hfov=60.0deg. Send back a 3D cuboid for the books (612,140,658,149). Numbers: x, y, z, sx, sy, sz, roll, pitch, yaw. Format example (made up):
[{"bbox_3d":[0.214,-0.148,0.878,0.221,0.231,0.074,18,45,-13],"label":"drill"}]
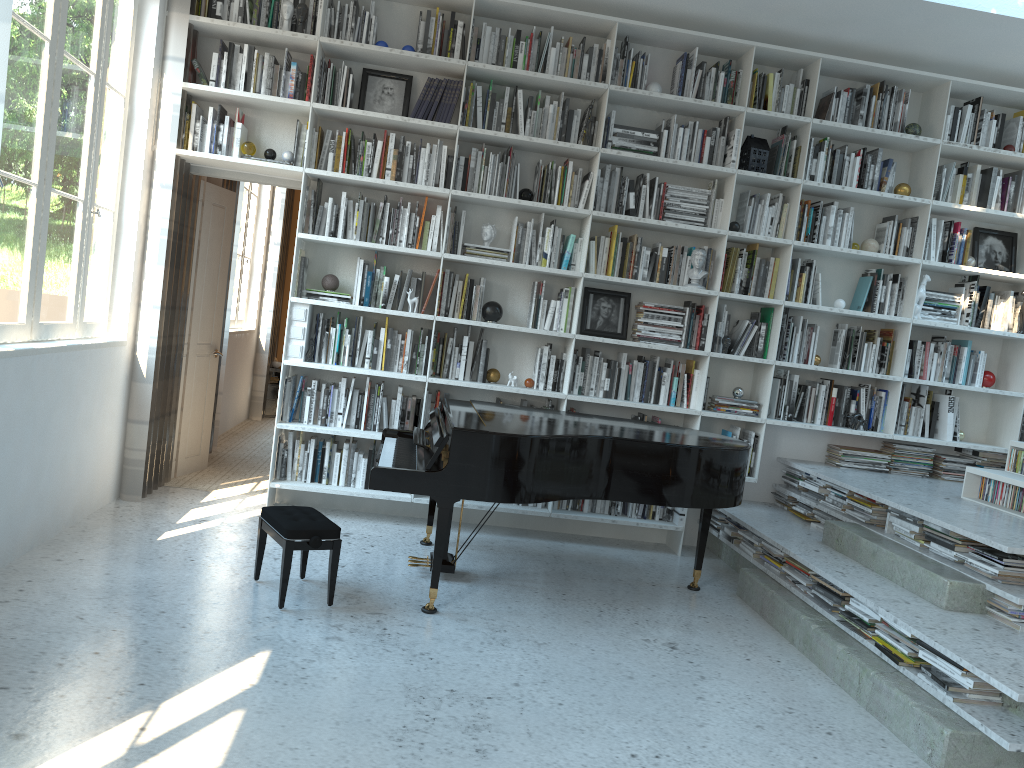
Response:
[{"bbox_3d":[0.734,-1.455,5.446,0.285,0.012,0.159,7,4,-9],"label":"books"}]

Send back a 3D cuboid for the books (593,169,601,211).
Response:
[{"bbox_3d":[0.499,-1.170,5.439,0.026,0.267,0.170,7,4,-7],"label":"books"}]

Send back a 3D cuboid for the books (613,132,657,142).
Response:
[{"bbox_3d":[0.741,-1.496,5.438,0.254,0.025,0.160,7,4,-11],"label":"books"}]

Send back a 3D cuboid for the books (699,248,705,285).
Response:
[{"bbox_3d":[1.157,-0.715,5.556,0.025,0.260,0.130,7,4,-7],"label":"books"}]

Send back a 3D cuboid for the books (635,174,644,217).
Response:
[{"bbox_3d":[0.768,-1.146,5.478,0.022,0.286,0.130,7,4,-7],"label":"books"}]

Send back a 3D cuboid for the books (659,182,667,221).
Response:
[{"bbox_3d":[0.908,-1.108,5.473,0.013,0.247,0.176,7,4,-7],"label":"books"}]

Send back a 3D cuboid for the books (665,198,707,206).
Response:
[{"bbox_3d":[1.063,-1.119,5.509,0.254,0.012,0.160,7,4,-10],"label":"books"}]

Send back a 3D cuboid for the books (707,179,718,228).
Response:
[{"bbox_3d":[1.231,-1.106,5.532,0.012,0.319,0.139,7,4,-7],"label":"books"}]

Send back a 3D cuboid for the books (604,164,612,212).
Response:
[{"bbox_3d":[0.572,-1.185,5.463,0.014,0.313,0.133,7,4,-7],"label":"books"}]

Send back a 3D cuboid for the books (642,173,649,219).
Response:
[{"bbox_3d":[0.819,-1.143,5.480,0.049,0.291,0.162,7,4,-7],"label":"books"}]

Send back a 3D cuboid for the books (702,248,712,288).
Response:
[{"bbox_3d":[1.202,-0.712,5.555,0.014,0.266,0.153,7,4,-7],"label":"books"}]

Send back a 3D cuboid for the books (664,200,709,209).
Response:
[{"bbox_3d":[1.062,-1.107,5.510,0.285,0.012,0.159,7,4,-4],"label":"books"}]

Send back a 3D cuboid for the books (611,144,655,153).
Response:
[{"bbox_3d":[0.731,-1.431,5.445,0.254,0.012,0.160,7,4,-10],"label":"books"}]

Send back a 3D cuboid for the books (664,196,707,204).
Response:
[{"bbox_3d":[1.065,-1.131,5.510,0.254,0.012,0.160,7,4,-5],"label":"books"}]

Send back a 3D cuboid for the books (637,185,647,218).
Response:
[{"bbox_3d":[0.787,-1.109,5.477,0.024,0.217,0.147,7,4,-7],"label":"books"}]

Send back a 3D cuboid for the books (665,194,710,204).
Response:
[{"bbox_3d":[1.066,-1.143,5.512,0.285,0.012,0.159,7,4,-8],"label":"books"}]

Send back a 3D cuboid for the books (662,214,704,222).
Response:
[{"bbox_3d":[1.050,-1.023,5.523,0.254,0.012,0.160,7,4,-7],"label":"books"}]

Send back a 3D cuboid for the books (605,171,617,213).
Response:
[{"bbox_3d":[0.591,-1.157,5.441,0.025,0.266,0.185,7,4,-7],"label":"books"}]

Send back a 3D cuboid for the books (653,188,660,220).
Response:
[{"bbox_3d":[0.871,-1.099,5.491,0.024,0.216,0.132,7,4,-7],"label":"books"}]

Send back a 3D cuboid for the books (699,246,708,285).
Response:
[{"bbox_3d":[1.182,-0.722,5.569,0.025,0.279,0.108,7,4,-7],"label":"books"}]

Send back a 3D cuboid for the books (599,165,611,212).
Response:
[{"bbox_3d":[0.554,-1.178,5.443,0.026,0.297,0.179,7,4,-7],"label":"books"}]

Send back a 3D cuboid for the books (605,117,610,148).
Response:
[{"bbox_3d":[0.563,-1.507,5.420,0.013,0.218,0.141,7,4,-7],"label":"books"}]

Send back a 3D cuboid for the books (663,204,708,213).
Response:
[{"bbox_3d":[1.058,-1.083,5.516,0.285,0.012,0.159,7,4,-6],"label":"books"}]

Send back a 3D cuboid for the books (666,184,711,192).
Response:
[{"bbox_3d":[1.074,-1.205,5.505,0.285,0.012,0.159,7,4,-5],"label":"books"}]

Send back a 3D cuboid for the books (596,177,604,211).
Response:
[{"bbox_3d":[0.521,-1.149,5.459,0.027,0.228,0.147,7,4,-7],"label":"books"}]

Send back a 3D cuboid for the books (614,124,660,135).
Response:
[{"bbox_3d":[0.747,-1.545,5.444,0.285,0.024,0.159,7,4,-7],"label":"books"}]

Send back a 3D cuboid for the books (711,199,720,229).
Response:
[{"bbox_3d":[1.244,-1.044,5.536,0.029,0.198,0.171,7,4,-7],"label":"books"}]

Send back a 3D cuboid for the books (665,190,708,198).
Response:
[{"bbox_3d":[1.069,-1.169,5.507,0.254,0.012,0.160,7,4,-5],"label":"books"}]

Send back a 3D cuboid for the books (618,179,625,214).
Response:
[{"bbox_3d":[0.657,-1.134,5.463,0.014,0.233,0.147,7,4,-7],"label":"books"}]

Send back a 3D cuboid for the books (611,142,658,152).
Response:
[{"bbox_3d":[0.733,-1.443,5.444,0.285,0.012,0.159,7,4,-10],"label":"books"}]

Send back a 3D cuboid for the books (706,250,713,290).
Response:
[{"bbox_3d":[1.214,-0.709,5.569,0.014,0.261,0.137,7,4,-7],"label":"books"}]

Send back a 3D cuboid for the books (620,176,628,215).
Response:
[{"bbox_3d":[0.672,-1.140,5.460,0.014,0.250,0.172,7,4,-7],"label":"books"}]

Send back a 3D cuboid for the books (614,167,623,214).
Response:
[{"bbox_3d":[0.639,-1.169,5.455,0.011,0.300,0.179,7,4,-7],"label":"books"}]

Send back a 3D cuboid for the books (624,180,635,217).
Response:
[{"bbox_3d":[0.723,-1.127,5.462,0.066,0.237,0.153,7,4,-7],"label":"books"}]

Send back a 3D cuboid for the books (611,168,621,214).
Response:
[{"bbox_3d":[0.618,-1.170,5.461,0.029,0.295,0.151,7,4,-7],"label":"books"}]

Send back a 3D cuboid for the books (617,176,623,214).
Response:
[{"bbox_3d":[0.646,-1.144,5.461,0.011,0.252,0.152,7,4,-7],"label":"books"}]

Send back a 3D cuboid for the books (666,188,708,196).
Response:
[{"bbox_3d":[1.071,-1.181,5.511,0.254,0.012,0.160,7,4,-7],"label":"books"}]

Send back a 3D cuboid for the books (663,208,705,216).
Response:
[{"bbox_3d":[1.056,-1.059,5.516,0.254,0.012,0.160,7,4,-5],"label":"books"}]

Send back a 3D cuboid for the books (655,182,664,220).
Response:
[{"bbox_3d":[0.893,-1.110,5.484,0.015,0.245,0.183,7,4,-7],"label":"books"}]

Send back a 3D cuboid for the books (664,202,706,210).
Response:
[{"bbox_3d":[1.060,-1.095,5.515,0.254,0.012,0.160,7,4,-6],"label":"books"}]

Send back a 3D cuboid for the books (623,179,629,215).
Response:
[{"bbox_3d":[0.683,-1.133,5.463,0.011,0.240,0.147,7,4,-7],"label":"books"}]

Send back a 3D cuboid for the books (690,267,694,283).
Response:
[{"bbox_3d":[1.114,-0.693,5.558,0.012,0.206,0.145,7,4,-7],"label":"books"}]

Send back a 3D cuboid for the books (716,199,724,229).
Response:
[{"bbox_3d":[1.273,-1.044,5.545,0.030,0.205,0.158,7,4,-7],"label":"books"}]

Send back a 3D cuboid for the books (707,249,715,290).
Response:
[{"bbox_3d":[1.232,-0.709,5.578,0.023,0.265,0.107,7,4,-7],"label":"books"}]

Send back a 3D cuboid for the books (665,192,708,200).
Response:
[{"bbox_3d":[1.069,-1.155,5.502,0.254,0.012,0.160,7,4,-2],"label":"books"}]

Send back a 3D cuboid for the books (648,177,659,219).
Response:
[{"bbox_3d":[0.853,-1.126,5.471,0.021,0.269,0.191,7,4,-7],"label":"books"}]

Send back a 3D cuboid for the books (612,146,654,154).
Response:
[{"bbox_3d":[0.730,-1.419,5.442,0.254,0.012,0.160,7,4,-2],"label":"books"}]

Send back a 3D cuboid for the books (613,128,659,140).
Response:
[{"bbox_3d":[0.744,-1.521,5.441,0.285,0.024,0.159,7,4,-5],"label":"books"}]

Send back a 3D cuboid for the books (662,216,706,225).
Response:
[{"bbox_3d":[1.049,-1.011,5.522,0.285,0.012,0.159,7,4,-6],"label":"books"}]

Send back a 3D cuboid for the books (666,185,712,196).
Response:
[{"bbox_3d":[1.073,-1.193,5.499,0.285,0.012,0.159,7,4,-12],"label":"books"}]

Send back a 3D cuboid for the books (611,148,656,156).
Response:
[{"bbox_3d":[0.728,-1.407,5.447,0.285,0.012,0.159,7,4,-4],"label":"books"}]

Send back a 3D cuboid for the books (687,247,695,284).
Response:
[{"bbox_3d":[1.105,-0.723,5.559,0.014,0.263,0.135,7,4,-7],"label":"books"}]

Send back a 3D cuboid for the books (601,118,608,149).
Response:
[{"bbox_3d":[0.544,-1.500,5.405,0.027,0.201,0.167,7,4,-7],"label":"books"}]

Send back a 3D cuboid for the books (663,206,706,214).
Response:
[{"bbox_3d":[1.057,-1.071,5.515,0.254,0.012,0.160,7,4,-9],"label":"books"}]

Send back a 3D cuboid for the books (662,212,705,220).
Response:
[{"bbox_3d":[1.052,-1.035,5.520,0.254,0.012,0.160,7,4,-8],"label":"books"}]

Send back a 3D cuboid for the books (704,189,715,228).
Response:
[{"bbox_3d":[1.216,-1.074,5.517,0.012,0.254,0.160,7,4,-7],"label":"books"}]

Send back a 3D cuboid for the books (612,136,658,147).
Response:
[{"bbox_3d":[0.739,-1.472,5.438,0.285,0.024,0.159,7,4,-2],"label":"books"}]

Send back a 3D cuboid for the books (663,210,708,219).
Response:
[{"bbox_3d":[1.054,-1.047,5.514,0.285,0.012,0.159,7,4,-10],"label":"books"}]
